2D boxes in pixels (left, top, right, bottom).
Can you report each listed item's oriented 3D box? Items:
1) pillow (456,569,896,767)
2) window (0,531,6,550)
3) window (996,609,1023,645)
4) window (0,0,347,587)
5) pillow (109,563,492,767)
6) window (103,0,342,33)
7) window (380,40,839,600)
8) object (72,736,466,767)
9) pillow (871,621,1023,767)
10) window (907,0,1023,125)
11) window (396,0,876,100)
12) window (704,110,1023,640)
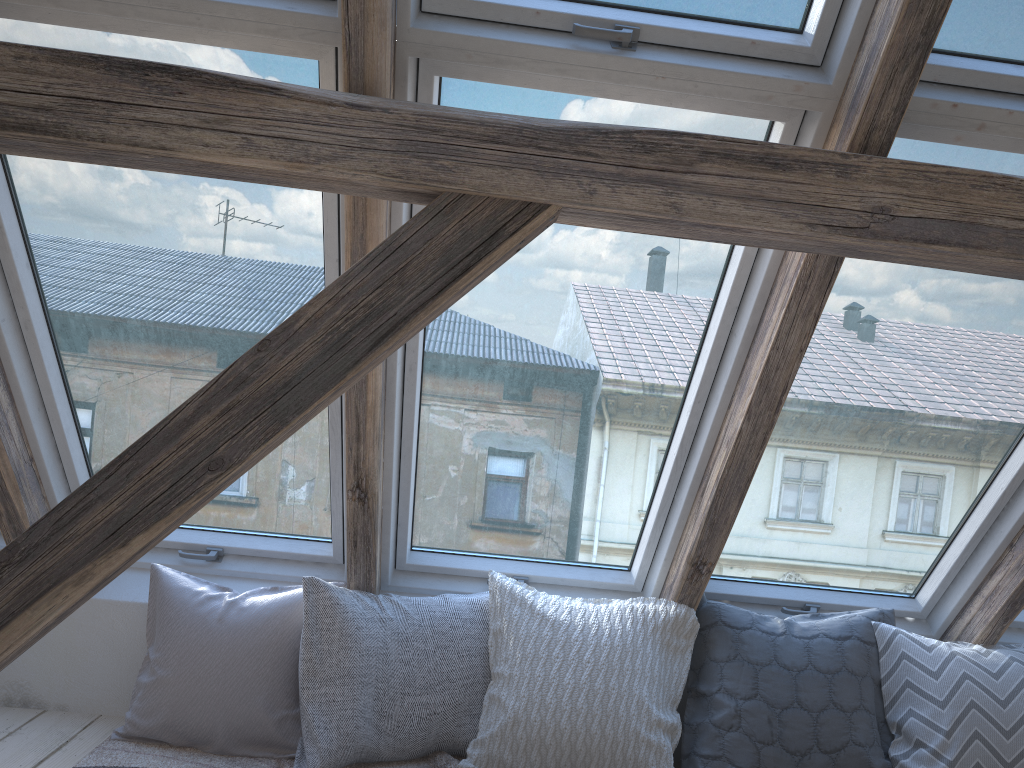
[{"bbox_3d":[0.503,0.855,2.450,1.273,0.565,0.466,6,0,-3],"label":"pillow"},{"bbox_3d":[-1.714,-0.197,2.086,0.856,1.280,1.094,6,0,-4],"label":"window"},{"bbox_3d":[1.939,0.204,2.341,0.856,1.280,1.094,6,0,-4],"label":"window"},{"bbox_3d":[-0.801,-0.097,2.150,0.856,1.280,1.094,6,0,-4],"label":"window"},{"bbox_3d":[-0.488,0.784,2.408,1.136,0.527,0.433,7,0,-12],"label":"pillow"},{"bbox_3d":[-0.614,-1.349,1.094,0.856,1.280,1.094,6,0,-4],"label":"window"},{"bbox_3d":[0.112,0.004,2.214,0.856,1.280,1.094,6,0,-4],"label":"window"},{"bbox_3d":[0.555,1.031,1.499,3.189,0.056,2.188,6,-4,-3],"label":"object"},{"bbox_3d":[1.594,1.001,2.484,1.154,0.536,0.500,6,0,1],"label":"pillow"},{"bbox_3d":[1.212,-1.149,1.222,0.856,1.280,1.094,6,0,-4],"label":"window"},{"bbox_3d":[0.299,-1.249,1.158,0.856,1.280,1.094,6,0,-4],"label":"window"},{"bbox_3d":[1.025,0.104,2.278,0.856,1.280,1.094,6,0,-4],"label":"window"}]
